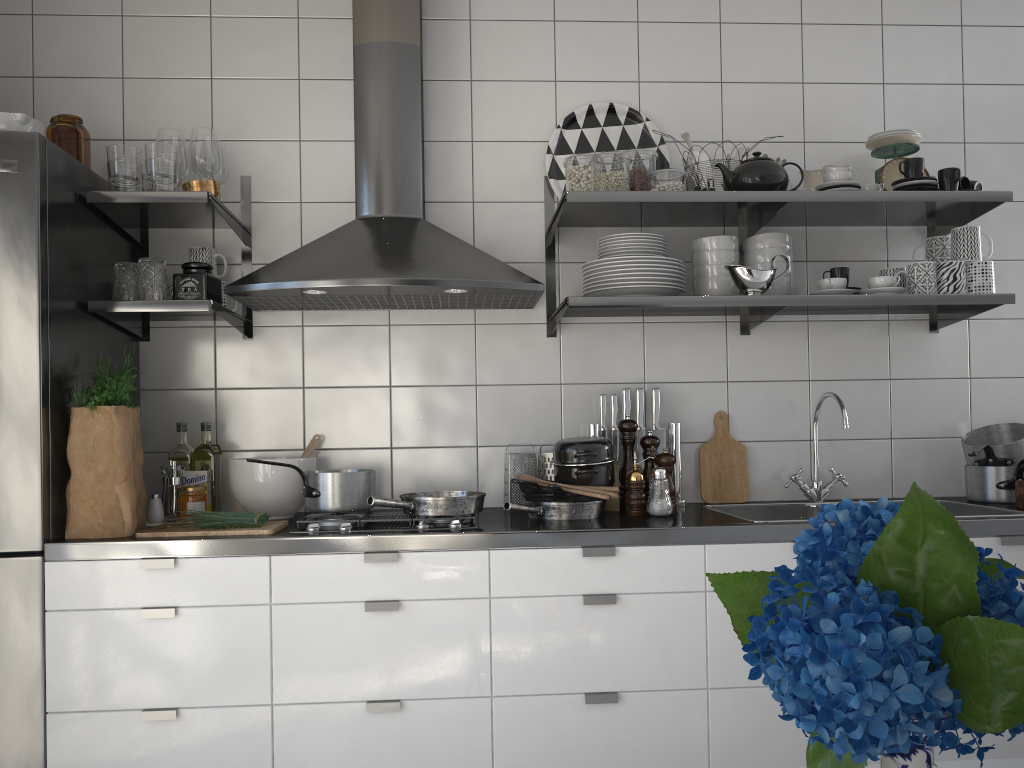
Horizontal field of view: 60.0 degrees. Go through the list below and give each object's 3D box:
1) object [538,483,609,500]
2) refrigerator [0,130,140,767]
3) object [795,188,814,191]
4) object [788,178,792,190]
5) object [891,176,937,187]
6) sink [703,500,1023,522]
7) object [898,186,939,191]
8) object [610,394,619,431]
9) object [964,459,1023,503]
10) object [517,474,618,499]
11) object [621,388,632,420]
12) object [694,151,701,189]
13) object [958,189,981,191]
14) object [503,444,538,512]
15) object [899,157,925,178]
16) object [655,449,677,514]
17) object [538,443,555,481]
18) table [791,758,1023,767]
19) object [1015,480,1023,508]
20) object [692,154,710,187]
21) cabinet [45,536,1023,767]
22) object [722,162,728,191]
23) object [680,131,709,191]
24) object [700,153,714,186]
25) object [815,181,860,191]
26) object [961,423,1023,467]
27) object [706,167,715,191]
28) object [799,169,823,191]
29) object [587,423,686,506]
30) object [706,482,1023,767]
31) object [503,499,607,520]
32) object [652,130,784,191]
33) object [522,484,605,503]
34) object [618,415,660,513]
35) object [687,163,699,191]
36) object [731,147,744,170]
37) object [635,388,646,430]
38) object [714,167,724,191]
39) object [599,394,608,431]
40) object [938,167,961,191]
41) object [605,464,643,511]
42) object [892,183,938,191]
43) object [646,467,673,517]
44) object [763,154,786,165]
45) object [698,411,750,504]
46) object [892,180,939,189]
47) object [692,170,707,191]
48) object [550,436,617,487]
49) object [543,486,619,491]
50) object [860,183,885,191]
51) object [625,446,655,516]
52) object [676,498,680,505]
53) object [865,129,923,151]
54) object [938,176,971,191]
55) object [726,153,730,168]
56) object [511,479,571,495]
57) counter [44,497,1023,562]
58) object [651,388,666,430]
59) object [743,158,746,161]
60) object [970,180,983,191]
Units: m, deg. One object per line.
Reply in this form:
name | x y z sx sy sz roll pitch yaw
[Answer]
object | 0.129 0.281 2.375 0.064 0.044 0.335 1 -3 -37
refrigerator | -1.400 0.328 2.349 0.576 1.799 0.694 -1 -1 -4
object | 0.854 -0.544 2.618 0.079 0.047 0.082 0 -3 -29
object | 0.806 -0.579 2.735 0.084 0.130 0.084 0 -1 -25
object | 1.152 -0.569 2.539 0.121 0.023 0.121 -3 -4 37
sink | 0.973 0.408 2.498 0.765 0.111 0.488 -1 -3 -4
object | 1.155 -0.540 2.538 0.121 0.021 0.121 0 -3 -26
object | 0.320 0.088 2.759 0.027 0.114 0.019 -1 -1 -8
object | 1.526 0.278 2.652 0.200 0.154 0.348 0 -3 -19
object | 0.140 0.275 2.386 0.334 0.061 0.059 -4 -3 44
object | 0.358 0.078 2.761 0.033 0.132 0.022 -1 -1 1
object | 0.597 -0.627 2.788 0.029 0.232 0.063 -1 -1 -16
object | 1.304 -0.541 2.582 0.121 0.021 0.121 -1 -3 1
object | 0.027 0.282 2.691 0.101 0.201 0.081 -1 -1 -14
object | 1.145 -0.603 2.540 0.070 0.078 0.055 -2 -2 17
object | 0.436 0.275 2.514 0.058 0.184 0.058 -1 -1 25
object | 0.131 0.283 2.746 0.101 0.201 0.081 -1 -1 16
table | 0.319 0.753 0.167 0.814 0.660 1.828 -1 -3 -4
object | 1.590 0.293 2.430 0.301 0.100 0.211 -1 -3 -1
object | 0.606 -0.621 2.769 0.028 0.220 0.100 -1 -1 -32
cabinet | 0.512 0.804 2.483 3.237 0.795 0.663 -1 -2 -4
object | 0.665 -0.606 2.740 0.023 0.186 0.081 -1 -1 5
object | 0.566 -0.638 2.677 0.113 0.249 0.021 -1 -1 1
object | 0.630 -0.625 2.784 0.025 0.227 0.086 -1 -1 -34
object | 0.932 -0.556 2.538 0.121 0.024 0.121 -1 -3 -8
object | 1.429 0.203 2.685 0.371 0.169 0.203 0 -2 -26
object | 0.620 -0.600 2.752 0.023 0.175 0.097 -1 -1 8
object | 0.952 -0.592 2.733 0.127 0.152 0.116 -2 -2 23
object | 0.382 0.253 2.760 0.322 0.260 0.067 -1 -1 -4
object | 0.290 0.263 0.684 0.265 0.376 0.236 -1 -1 -2
object | 0.097 0.340 2.459 0.351 0.060 0.232 0 -3 -25
object | 0.638 -0.651 2.727 0.378 0.279 0.198 0 -2 -21
object | 0.118 0.304 2.439 0.243 0.082 0.347 -3 -4 38
object | 0.370 0.230 2.573 0.123 0.282 0.061 -1 -1 1
object | 0.572 -0.604 2.750 0.023 0.186 0.080 -1 -1 -30
object | 0.680 -0.627 2.754 0.085 0.226 0.027 -1 -1 -21
object | 0.401 0.078 2.763 0.033 0.132 0.022 -1 -1 1
object | 0.644 -0.607 2.749 0.029 0.187 0.153 -1 -2 10
object | 0.284 0.088 2.756 0.027 0.114 0.019 -1 -1 -8
object | 1.248 -0.571 2.517 0.055 0.077 0.070 0 -2 -41
object | 0.317 0.304 2.660 0.127 0.144 0.115 -2 -2 35
object | 1.154 -0.550 2.538 0.121 0.021 0.121 -1 -3 1
object | 0.407 0.297 2.445 0.069 0.135 0.069 0 -1 -24
object | 0.798 -0.620 2.746 0.104 0.203 0.077 -1 -1 -6
object | 0.671 0.231 2.815 0.157 0.294 0.047 -1 -1 -4
object | 1.155 -0.559 2.538 0.121 0.023 0.121 -2 -3 28
object | 0.593 -0.596 2.736 0.022 0.167 0.125 -1 -1 -18
object | 0.202 0.228 2.504 0.190 0.159 0.197 1 -3 -42
object | 0.153 0.287 2.421 0.065 0.021 0.336 1 -4 -40
object | 1.045 -0.556 2.606 0.079 0.048 0.083 -1 -2 9
object | 0.357 0.271 2.489 0.080 0.192 0.058 -1 -1 -15
object | 0.467 0.358 2.656 0.072 0.031 0.070 -1 -3 -4
object | 1.185 -0.750 2.752 0.163 0.047 0.164 2 -4 -44
object | 1.289 -0.567 2.578 0.069 0.058 0.080 0 -2 -31
object | 0.673 -0.621 2.774 0.020 0.217 0.068 -1 -1 22
object | 0.131 0.290 2.440 0.246 0.080 0.356 -1 -3 4
counter | 0.504 0.387 2.494 3.238 0.045 0.651 -1 -3 -4
object | 0.458 0.077 2.767 0.046 0.132 0.022 -1 -1 0
object | 0.682 -0.606 2.711 0.090 0.181 0.023 0 -1 -31
object | 1.324 -0.573 2.593 0.069 0.059 0.082 0 -2 -26
